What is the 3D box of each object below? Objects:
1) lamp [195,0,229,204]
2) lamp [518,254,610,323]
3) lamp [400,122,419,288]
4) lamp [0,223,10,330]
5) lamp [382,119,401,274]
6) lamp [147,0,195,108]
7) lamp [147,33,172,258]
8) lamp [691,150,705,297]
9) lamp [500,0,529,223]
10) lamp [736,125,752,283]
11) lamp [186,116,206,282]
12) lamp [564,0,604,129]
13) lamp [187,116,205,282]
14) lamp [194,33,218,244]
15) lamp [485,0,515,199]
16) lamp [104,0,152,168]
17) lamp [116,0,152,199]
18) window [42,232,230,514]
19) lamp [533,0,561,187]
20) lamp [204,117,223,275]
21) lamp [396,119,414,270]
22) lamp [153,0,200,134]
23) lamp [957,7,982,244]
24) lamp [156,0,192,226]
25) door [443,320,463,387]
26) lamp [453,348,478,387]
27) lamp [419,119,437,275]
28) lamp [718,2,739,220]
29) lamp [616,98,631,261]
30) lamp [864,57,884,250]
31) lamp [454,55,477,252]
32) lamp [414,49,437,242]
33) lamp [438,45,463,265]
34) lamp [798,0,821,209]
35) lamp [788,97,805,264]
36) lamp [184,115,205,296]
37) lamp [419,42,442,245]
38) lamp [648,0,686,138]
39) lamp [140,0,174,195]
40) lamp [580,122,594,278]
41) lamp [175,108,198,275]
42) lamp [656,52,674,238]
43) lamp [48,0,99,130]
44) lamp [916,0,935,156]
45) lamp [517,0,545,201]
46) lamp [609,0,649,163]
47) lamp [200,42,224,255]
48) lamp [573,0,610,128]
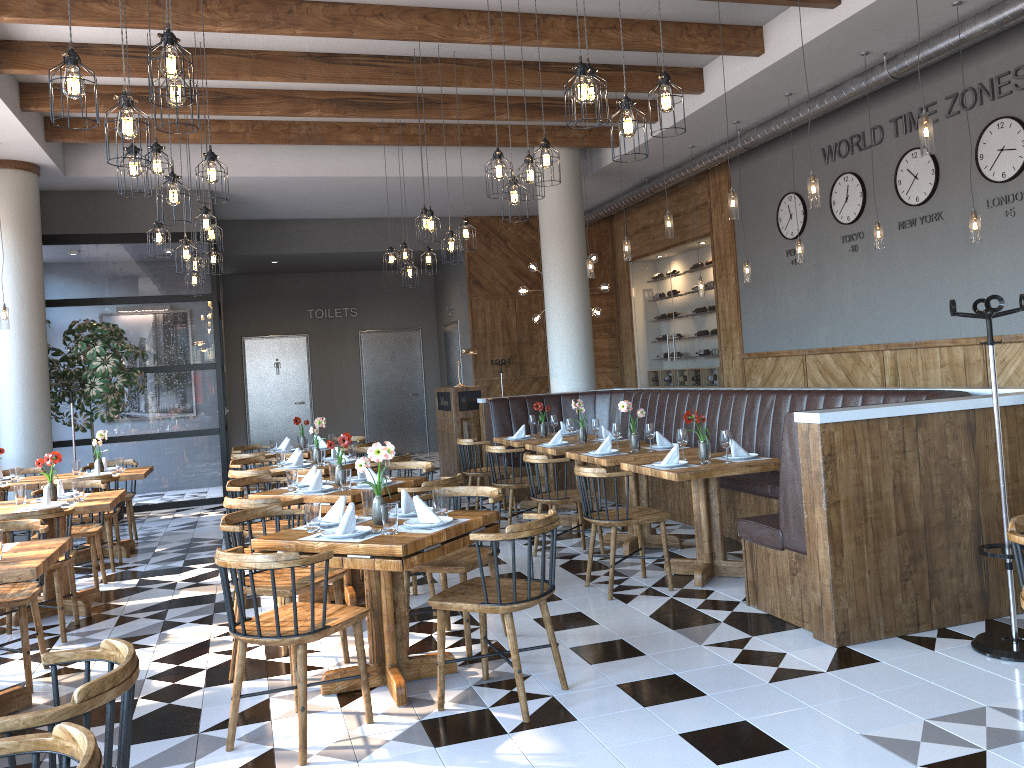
[{"bbox_3d":[-1.856,-2.128,5.328,0.175,2.073,0.174,-3,-2,-31],"label":"lamp"},{"bbox_3d":[0.753,-1.777,13.161,1.184,2.194,1.162,-5,-1,34],"label":"lamp"},{"bbox_3d":[-1.196,-2.112,9.893,0.175,2.073,0.175,-5,-2,27],"label":"lamp"},{"bbox_3d":[-5.104,-1.522,8.833,0.078,1.966,0.078,-4,-2,15],"label":"lamp"},{"bbox_3d":[-1.412,-2.273,9.963,0.175,2.073,0.175,-4,-2,16],"label":"lamp"},{"bbox_3d":[-1.507,-2.227,3.777,0.175,2.073,0.174,-3,-2,-31],"label":"lamp"},{"bbox_3d":[-2.976,-2.083,7.347,0.175,2.073,0.175,-5,-2,34],"label":"lamp"},{"bbox_3d":[2.274,-2.052,10.941,0.078,1.966,0.078,-4,-2,15],"label":"lamp"},{"bbox_3d":[-0.044,-2.129,5.961,0.175,2.073,0.175,-5,-2,44],"label":"lamp"},{"bbox_3d":[2.576,-2.116,9.938,0.078,1.966,0.078,-3,-2,-31],"label":"lamp"},{"bbox_3d":[-3.288,-2.089,9.064,0.175,2.073,0.174,-3,-2,-38],"label":"lamp"},{"bbox_3d":[0.287,-2.300,4.354,0.175,2.073,0.175,-4,-2,-10],"label":"lamp"},{"bbox_3d":[-3.431,-2.129,9.477,0.175,2.073,0.175,-3,-2,-15],"label":"lamp"},{"bbox_3d":[-2.610,-2.209,7.405,0.175,2.073,0.175,-3,-2,-22],"label":"lamp"},{"bbox_3d":[-0.141,-2.250,5.761,0.175,2.073,0.175,-4,-2,10],"label":"lamp"},{"bbox_3d":[-1.714,-1.983,3.834,0.175,2.073,0.174,-3,-2,-31],"label":"lamp"},{"bbox_3d":[-2.283,-2.141,5.235,0.175,2.073,0.175,-4,-2,-9],"label":"lamp"},{"bbox_3d":[-5.344,-0.121,12.164,2.729,3.553,2.183,-4,-1,-17],"label":"window"},{"bbox_3d":[0.171,-2.374,5.966,0.175,2.073,0.175,-5,-2,44],"label":"lamp"},{"bbox_3d":[-3.231,-2.199,9.440,0.175,2.073,0.175,-4,-2,-4],"label":"lamp"},{"bbox_3d":[-1.277,-2.341,10.121,0.175,2.073,0.175,-5,-2,27],"label":"lamp"},{"bbox_3d":[-1.560,-2.170,3.976,0.175,2.073,0.174,-2,-2,-42],"label":"lamp"},{"bbox_3d":[3.518,-2.069,6.862,0.078,1.966,0.078,-5,-2,23],"label":"lamp"},{"bbox_3d":[-2.058,-1.982,5.255,0.175,2.073,0.175,-4,-2,2],"label":"lamp"},{"bbox_3d":[-1.041,0.088,15.946,0.114,2.396,1.205,-3,-1,-17],"label":"door"},{"bbox_3d":[-0.583,-0.074,11.120,0.445,0.757,0.169,-3,-2,-42],"label":"lamp"},{"bbox_3d":[-0.985,-2.257,9.872,0.175,2.073,0.175,-4,-2,-7],"label":"lamp"},{"bbox_3d":[1.790,-2.356,7.422,0.078,1.966,0.078,-4,-2,2],"label":"lamp"},{"bbox_3d":[1.168,-2.295,9.470,0.078,1.966,0.078,-3,-2,-31],"label":"lamp"},{"bbox_3d":[3.198,-2.177,7.890,0.078,1.966,0.078,-4,-2,-10],"label":"lamp"},{"bbox_3d":[-0.485,-2.265,8.232,0.175,2.073,0.175,-5,-2,23],"label":"lamp"},{"bbox_3d":[-0.847,-2.339,8.107,0.175,2.073,0.174,-3,-2,-34],"label":"lamp"},{"bbox_3d":[-0.607,-2.123,8.049,0.175,2.073,0.174,-3,-2,-34],"label":"lamp"},{"bbox_3d":[2.111,-2.247,6.394,0.078,1.966,0.078,-5,-2,23],"label":"lamp"},{"bbox_3d":[2.858,-2.205,8.996,0.078,1.966,0.078,-4,-2,18],"label":"lamp"},{"bbox_3d":[-3.371,-1.955,9.262,0.175,2.073,0.175,-4,-2,-4],"label":"lamp"},{"bbox_3d":[-0.777,-2.284,7.909,0.175,2.073,0.175,-2,-2,-45],"label":"lamp"},{"bbox_3d":[0.712,-2.287,4.455,0.175,2.073,0.174,-3,-2,-32],"label":"lamp"},{"bbox_3d":[-2.225,-2.204,5.436,0.175,2.073,0.175,-4,-2,2],"label":"lamp"},{"bbox_3d":[0.866,-2.231,10.473,0.078,1.966,0.078,-4,-2,15],"label":"lamp"},{"bbox_3d":[-2.805,-1.966,7.494,0.175,2.073,0.175,-3,-2,-22],"label":"lamp"},{"bbox_3d":[1.451,-2.384,8.528,0.078,1.966,0.078,-4,-2,18],"label":"lamp"},{"bbox_3d":[-1.861,-2.101,3.664,0.175,2.073,0.175,-5,-2,26],"label":"lamp"},{"bbox_3d":[2.427,-2.359,5.337,0.078,1.966,0.078,-2,-2,-41],"label":"lamp"},{"bbox_3d":[0.067,-2.313,6.142,0.175,2.073,0.175,-5,-2,33],"label":"lamp"},{"bbox_3d":[0.512,-2.141,4.378,0.175,2.073,0.175,-4,-2,1],"label":"lamp"},{"bbox_3d":[-2.633,-2.154,7.610,0.175,2.073,0.174,-3,-2,-34],"label":"lamp"},{"bbox_3d":[0.341,-2.364,4.556,0.175,2.073,0.175,-4,-2,1],"label":"lamp"}]
